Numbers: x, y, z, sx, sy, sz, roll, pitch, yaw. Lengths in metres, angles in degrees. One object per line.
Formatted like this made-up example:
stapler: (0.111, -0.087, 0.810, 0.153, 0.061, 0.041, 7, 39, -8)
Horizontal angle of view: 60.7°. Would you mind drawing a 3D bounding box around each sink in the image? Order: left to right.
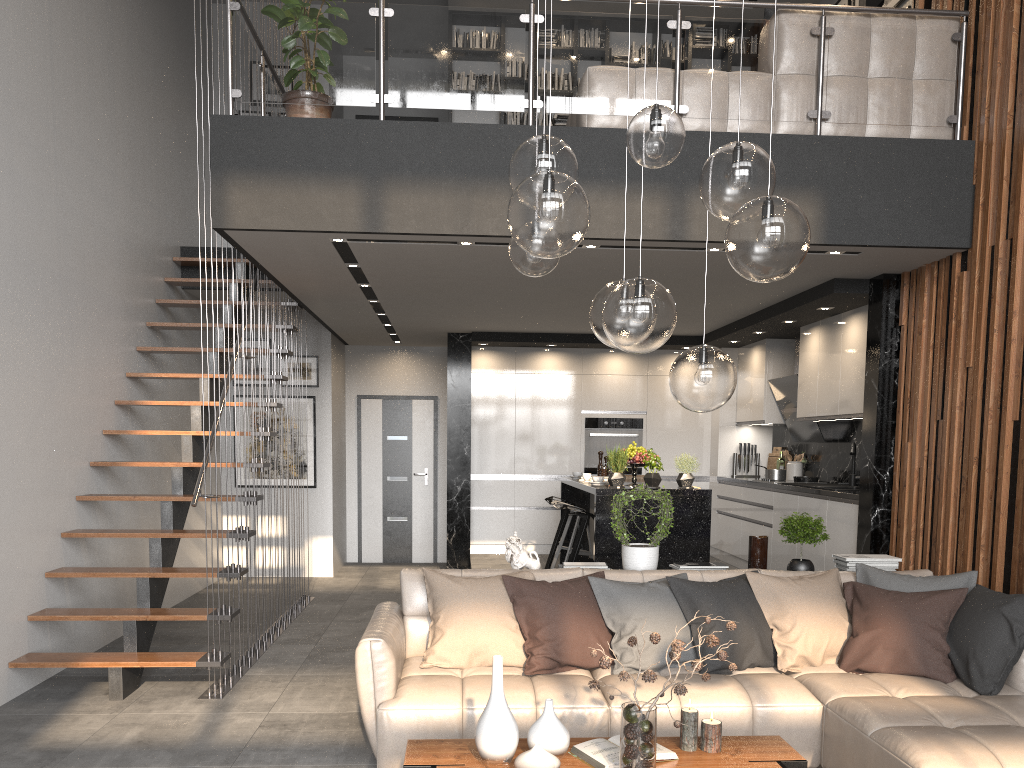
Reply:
sink: (2.720, 0.760, 7.348, 0.498, 0.551, 1.108, 1, -2, -4)

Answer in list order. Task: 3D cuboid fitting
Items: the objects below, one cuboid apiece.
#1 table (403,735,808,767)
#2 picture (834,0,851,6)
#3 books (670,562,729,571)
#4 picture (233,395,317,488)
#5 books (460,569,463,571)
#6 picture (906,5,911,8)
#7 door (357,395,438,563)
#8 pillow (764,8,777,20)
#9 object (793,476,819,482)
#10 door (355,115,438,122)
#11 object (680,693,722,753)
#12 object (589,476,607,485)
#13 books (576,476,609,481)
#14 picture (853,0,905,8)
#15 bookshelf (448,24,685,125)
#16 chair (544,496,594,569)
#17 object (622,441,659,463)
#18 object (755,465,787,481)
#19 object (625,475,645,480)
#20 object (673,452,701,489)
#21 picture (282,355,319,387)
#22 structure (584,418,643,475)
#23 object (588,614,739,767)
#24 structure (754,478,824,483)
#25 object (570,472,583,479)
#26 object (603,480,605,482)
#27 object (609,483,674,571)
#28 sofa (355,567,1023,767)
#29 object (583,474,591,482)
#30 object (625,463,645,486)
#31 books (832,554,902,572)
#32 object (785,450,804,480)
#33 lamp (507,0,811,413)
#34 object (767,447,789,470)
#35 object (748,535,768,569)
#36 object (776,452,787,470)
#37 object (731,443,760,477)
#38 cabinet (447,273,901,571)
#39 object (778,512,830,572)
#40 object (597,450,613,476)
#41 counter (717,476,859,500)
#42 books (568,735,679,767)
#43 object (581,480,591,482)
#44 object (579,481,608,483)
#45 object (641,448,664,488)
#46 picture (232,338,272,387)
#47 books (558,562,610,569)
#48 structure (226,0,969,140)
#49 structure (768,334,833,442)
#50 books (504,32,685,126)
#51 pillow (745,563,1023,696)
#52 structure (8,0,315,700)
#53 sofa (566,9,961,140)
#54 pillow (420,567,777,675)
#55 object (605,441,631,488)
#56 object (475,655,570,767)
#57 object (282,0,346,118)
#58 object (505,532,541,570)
table: (0.352, 1.520, 2.965, 1.452, 0.358, 0.894, 1, -3, -4)
picture: (2.961, -2.980, 8.213, 0.025, 1.003, 0.865, 0, 1, -4)
books: (1.081, 1.101, 5.127, 0.325, 0.100, 0.204, 1, -2, -4)
picture: (-2.554, 0.624, 9.442, 0.871, 1.005, 0.024, 1, 5, -4)
books: (-0.245, 1.102, 5.030, 0.294, 0.055, 0.183, 1, -3, 1)
picture: (3.044, -2.676, 6.925, 0.022, 0.446, 0.355, 0, 2, -4)
door: (-1.406, 1.189, 10.768, 0.974, 2.106, 0.167, 0, 5, -4)
pillow: (1.984, -1.971, 5.830, 0.759, 0.552, 1.381, 0, -2, 27)
object: (2.706, 0.888, 8.194, 0.351, 0.061, 0.231, 2, -4, -25)
door: (-1.370, -2.113, 10.459, 0.974, 2.106, 0.167, 0, 5, -4)
object: (0.706, 1.263, 3.265, 0.153, 0.213, 0.076, 1, 4, 7)
object: (0.711, 0.801, 7.229, 0.155, 0.071, 0.155, 2, -3, -35)
books: (0.771, 0.879, 8.161, 0.322, 0.038, 0.171, 1, -3, -4)
picture: (3.028, -3.288, 7.179, 0.025, 0.660, 0.986, 0, -1, -4)
bookshelf: (1.102, -2.400, 9.071, 3.520, 2.546, 0.245, 1, 5, -4)
chair: (0.549, 1.421, 7.846, 0.434, 0.741, 1.721, 0, -2, -4)
object: (1.016, 0.577, 7.200, 0.347, 0.217, 0.317, 1, -1, -6)
object: (2.544, 0.870, 8.569, 0.200, 0.155, 0.347, 1, -2, -13)
object: (1.214, 0.921, 8.641, 0.290, 0.030, 0.399, 1, -4, -4)
object: (1.374, 0.677, 6.881, 0.221, 0.287, 0.209, 1, 2, 10)
picture: (-2.281, -0.137, 9.390, 0.410, 0.338, 0.024, 1, 5, -4)
structure: (1.121, 0.718, 10.098, 0.655, 0.639, 0.647, 1, 1, -4)
object: (0.546, 1.045, 2.936, 0.541, 0.609, 0.315, 0, 3, -33)
structure: (2.640, 0.933, 8.355, 0.510, 0.061, 0.598, 1, -4, -4)
object: (0.633, 0.882, 8.442, 0.155, 0.071, 0.155, 2, -3, -35)
object: (0.780, 0.845, 7.711, 0.074, 0.043, 0.127, 1, -3, -11)
object: (0.745, 0.858, 5.071, 0.385, 0.582, 0.213, 0, 4, -23)
sofa: (0.914, 1.363, 4.001, 3.243, 0.827, 1.868, 1, -2, -4)
object: (0.671, 0.836, 7.809, 0.084, 0.071, 0.076, 1, 0, -44)
object: (1.008, 0.743, 7.207, 0.367, 0.190, 0.366, 2, -2, -40)
books: (2.078, 1.087, 5.139, 0.332, 0.152, 0.198, 1, 0, -3)
object: (2.824, 0.809, 8.733, 0.175, 0.308, 0.156, 1, 3, 0)
lamp: (0.426, -2.436, 2.596, 1.231, 5.053, 1.214, 0, 5, -7)
object: (2.832, 0.839, 9.356, 0.098, 0.333, 0.398, 0, 0, -4)
object: (1.441, 1.022, 5.131, 0.109, 0.271, 0.108, 1, 4, 2)
object: (2.797, 0.841, 9.061, 0.089, 0.286, 0.080, 0, 5, -3)
object: (2.564, 0.831, 9.571, 0.322, 0.377, 0.066, 1, 5, -4)
cabinet: (1.164, 0.414, 7.927, 3.620, 3.270, 6.176, 1, -2, -4)
object: (1.703, 0.955, 5.147, 0.271, 0.412, 0.308, -2, 3, -44)
object: (0.943, 0.790, 8.625, 0.150, 0.286, 0.198, -1, 3, -21)
counter: (2.667, 0.925, 7.930, 0.610, 0.040, 3.444, 1, -4, -4)
books: (0.409, 1.341, 3.194, 0.343, 0.040, 0.231, 2, -4, -26)
object: (0.666, 0.855, 7.763, 0.027, 0.027, 0.129, 0, -2, -44)
object: (0.724, 0.867, 7.746, 0.227, 0.003, 0.228, 1, -4, -4)
object: (1.096, 0.657, 6.836, 0.179, 0.316, 0.171, 1, 3, 7)
picture: (-2.778, -0.230, 9.350, 0.410, 0.512, 0.024, 1, 5, -4)
books: (0.428, 1.096, 5.089, 0.348, 0.101, 0.193, 1, -2, -4)
structure: (0.421, -1.690, 6.578, 4.221, 0.746, 3.363, 1, -3, -4)
structure: (2.751, 0.035, 8.278, 0.413, 1.041, 0.731, 0, 2, -4)
books: (1.103, -2.445, 9.058, 3.438, 2.359, 0.209, 1, 5, -4)
pillow: (1.900, 1.227, 4.425, 1.381, 0.553, 0.759, -1, -1, 27)
structure: (-2.342, -1.050, 6.512, 1.179, 6.115, 3.563, 0, 3, -4)
sofa: (1.459, -1.724, 6.145, 2.276, 0.789, 2.278, 1, -3, -4)
pillow: (0.509, 1.206, 4.439, 1.940, 0.505, 0.539, 1, 0, -4)
object: (0.835, 0.626, 6.837, 0.195, 0.373, 0.185, 4, 5, 41)
object: (0.032, 1.147, 3.061, 0.316, 0.402, 0.317, 1, 2, 15)
object: (-1.132, -2.168, 5.084, 0.773, 1.486, 0.523, 2, 4, 17)
object: (0.066, 0.993, 5.033, 0.207, 0.293, 0.134, 1, 4, 15)
